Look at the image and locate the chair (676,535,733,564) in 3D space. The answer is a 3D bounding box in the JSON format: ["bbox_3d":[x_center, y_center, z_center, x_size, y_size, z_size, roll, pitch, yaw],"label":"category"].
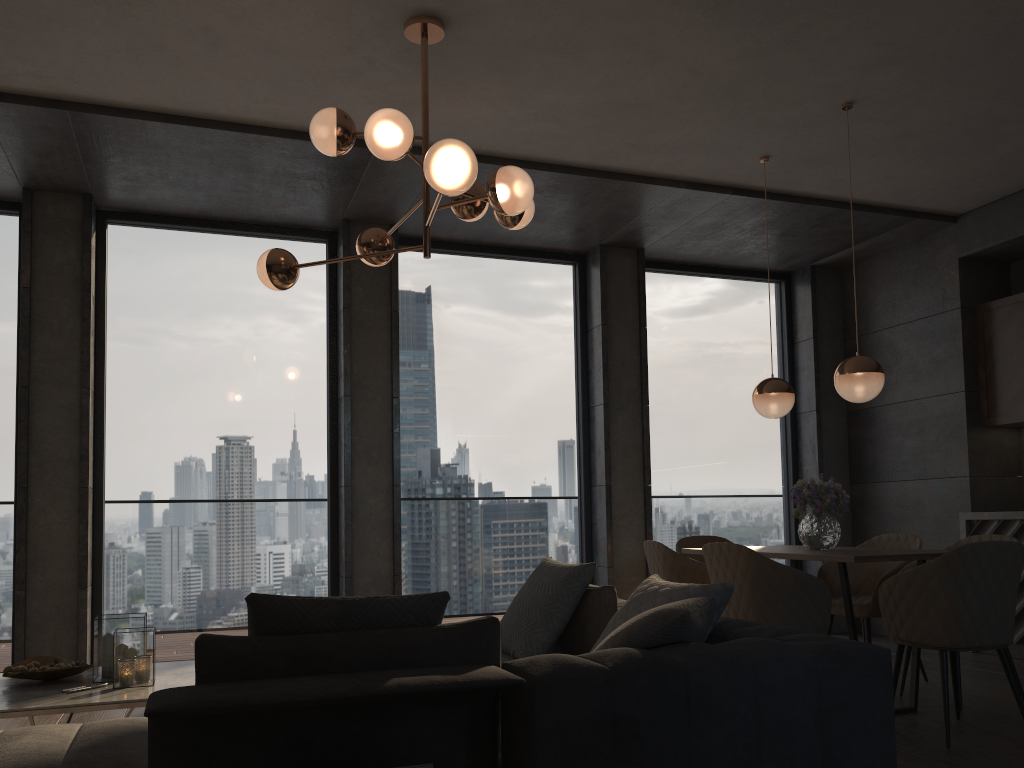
[{"bbox_3d":[1.316,1.372,5.550,0.555,0.830,0.514,0,-5,-16],"label":"chair"}]

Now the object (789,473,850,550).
[{"bbox_3d":[1.648,0.681,4.723,0.299,0.406,0.329,-6,-7,40],"label":"object"}]

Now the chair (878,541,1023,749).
[{"bbox_3d":[1.915,1.092,3.817,0.555,0.830,0.514,0,-5,-16],"label":"chair"}]

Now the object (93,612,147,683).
[{"bbox_3d":[-1.665,1.117,3.758,0.196,0.259,0.201,1,-6,-20],"label":"object"}]

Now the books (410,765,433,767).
[{"bbox_3d":[-0.448,1.088,2.015,0.568,0.352,0.068,2,-5,-20],"label":"books"}]

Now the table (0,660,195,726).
[{"bbox_3d":[-1.721,1.384,3.626,0.931,0.307,0.939,2,-9,-20],"label":"table"}]

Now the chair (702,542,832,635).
[{"bbox_3d":[1.207,1.162,4.185,0.510,0.830,0.559,1,-6,-26],"label":"chair"}]

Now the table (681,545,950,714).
[{"bbox_3d":[1.627,1.266,4.686,0.769,0.763,1.479,1,-8,-20],"label":"table"}]

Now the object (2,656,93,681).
[{"bbox_3d":[-1.945,1.206,3.717,0.348,0.083,0.349,7,-12,-42],"label":"object"}]

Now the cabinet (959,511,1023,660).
[{"bbox_3d":[3.960,1.114,4.591,0.601,0.942,3.423,1,-9,-20],"label":"cabinet"}]

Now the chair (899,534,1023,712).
[{"bbox_3d":[2.289,1.194,4.517,0.510,0.830,0.559,1,-6,-21],"label":"chair"}]

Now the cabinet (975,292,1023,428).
[{"bbox_3d":[4.042,-0.378,4.726,0.369,0.858,3.423,1,-9,-20],"label":"cabinet"}]

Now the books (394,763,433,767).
[{"bbox_3d":[-0.450,1.090,2.030,0.568,0.353,0.063,2,-5,-20],"label":"books"}]

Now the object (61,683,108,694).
[{"bbox_3d":[-1.684,1.201,3.489,0.046,0.012,0.182,-6,-10,31],"label":"object"}]

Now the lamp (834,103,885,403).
[{"bbox_3d":[1.738,-0.670,4.493,0.239,1.534,0.240,3,-5,-44],"label":"lamp"}]

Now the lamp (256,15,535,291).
[{"bbox_3d":[-0.362,-0.984,3.844,1.018,1.031,1.472,5,-9,-43],"label":"lamp"}]

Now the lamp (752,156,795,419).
[{"bbox_3d":[1.500,-0.563,5.150,0.239,1.534,0.240,0,-4,-14],"label":"lamp"}]

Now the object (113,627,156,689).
[{"bbox_3d":[-1.531,1.108,3.585,0.150,0.219,0.149,1,-6,-20],"label":"object"}]

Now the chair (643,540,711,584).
[{"bbox_3d":[0.996,1.255,4.757,0.510,0.830,0.559,0,-5,-11],"label":"chair"}]

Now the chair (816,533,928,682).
[{"bbox_3d":[2.088,1.293,5.135,0.510,0.830,0.559,1,-6,-26],"label":"chair"}]

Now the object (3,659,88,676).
[{"bbox_3d":[-1.953,1.207,3.712,0.324,0.071,0.279,4,-10,-31],"label":"object"}]

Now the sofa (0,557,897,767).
[{"bbox_3d":[-0.567,1.025,2.929,2.912,0.778,2.042,2,-9,-20],"label":"sofa"}]

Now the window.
[{"bbox_3d":[-1.031,0.430,6.186,7.267,2.981,0.200,2,-4,-20],"label":"window"}]
